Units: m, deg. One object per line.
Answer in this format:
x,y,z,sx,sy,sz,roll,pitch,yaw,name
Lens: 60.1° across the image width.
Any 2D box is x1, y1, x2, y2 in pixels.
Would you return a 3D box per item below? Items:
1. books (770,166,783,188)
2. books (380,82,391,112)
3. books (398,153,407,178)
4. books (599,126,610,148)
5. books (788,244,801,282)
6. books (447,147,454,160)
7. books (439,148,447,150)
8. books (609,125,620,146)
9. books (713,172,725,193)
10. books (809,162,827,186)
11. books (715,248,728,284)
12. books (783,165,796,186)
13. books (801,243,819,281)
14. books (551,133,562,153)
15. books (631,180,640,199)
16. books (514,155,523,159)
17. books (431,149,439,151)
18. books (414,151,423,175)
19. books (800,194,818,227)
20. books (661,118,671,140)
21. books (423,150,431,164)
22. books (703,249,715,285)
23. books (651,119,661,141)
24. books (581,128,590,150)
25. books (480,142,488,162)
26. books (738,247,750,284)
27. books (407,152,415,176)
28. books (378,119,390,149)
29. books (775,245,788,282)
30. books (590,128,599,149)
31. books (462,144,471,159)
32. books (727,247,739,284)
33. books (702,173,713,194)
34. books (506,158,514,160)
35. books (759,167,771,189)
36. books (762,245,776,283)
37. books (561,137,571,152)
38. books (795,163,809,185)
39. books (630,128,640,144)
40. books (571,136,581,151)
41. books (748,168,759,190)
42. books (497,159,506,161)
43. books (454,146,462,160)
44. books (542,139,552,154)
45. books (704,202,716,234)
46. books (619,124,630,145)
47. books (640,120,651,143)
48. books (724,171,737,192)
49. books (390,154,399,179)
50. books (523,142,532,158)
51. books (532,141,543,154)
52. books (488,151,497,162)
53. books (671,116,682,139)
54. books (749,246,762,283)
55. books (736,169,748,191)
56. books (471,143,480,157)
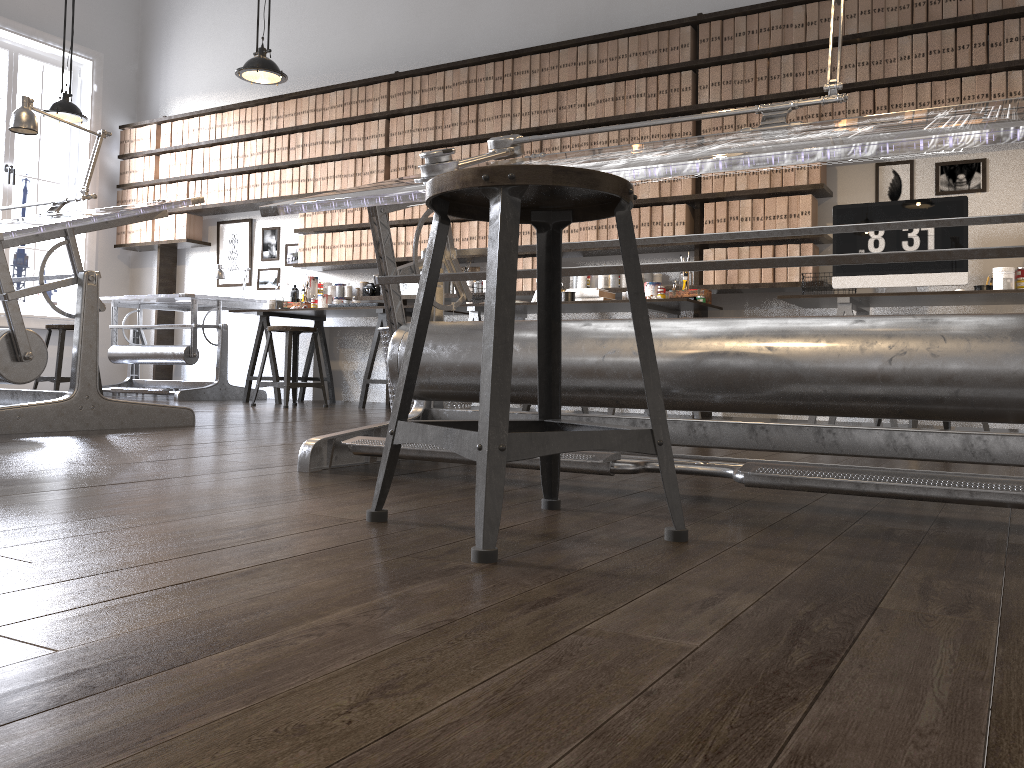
1.566,-1.237,5.177,0.067,0.226,0.174,0,-2,30,books
-0.909,-2.127,6.643,0.067,0.226,0.174,0,-2,30,books
-0.761,-1.570,6.529,0.067,0.226,0.174,0,-2,30,books
0.626,-1.533,5.731,0.067,0.226,0.174,0,-2,30,books
1.641,-0.682,5.098,0.067,0.226,0.174,0,-2,30,books
-0.394,-1.560,6.321,0.067,0.226,0.174,0,-2,30,books
-0.454,-1.561,6.350,0.067,0.226,0.174,0,-2,30,books
0.687,-1.532,5.693,0.067,0.226,0.174,0,-2,30,books
1.271,-1.245,5.346,0.067,0.226,0.174,0,-2,30,books
1.751,-1.232,5.071,0.067,0.226,0.174,0,-2,30,books
1.275,-0.691,5.307,0.067,0.226,0.174,0,-2,30,books
1.627,-1.235,5.141,0.067,0.226,0.174,0,-2,30,books
1.705,-0.680,5.066,0.067,0.226,0.174,0,-2,30,books
0.332,-1.541,5.899,0.067,0.226,0.174,0,-2,30,books
0.813,-1.251,5.609,0.067,0.226,0.174,0,-2,30,books
0.085,-1.547,6.044,0.067,0.226,0.174,0,-2,30,books
-0.509,-1.563,6.389,0.067,0.226,0.174,0,-2,30,books
-0.634,-1.566,6.456,0.067,0.226,0.174,0,-2,30,books
1.703,-0.958,5.079,0.067,0.226,0.174,0,-2,30,books
0.989,-1.523,5.518,0.067,0.226,0.174,0,-2,30,books
-0.571,-1.565,6.425,0.067,0.226,0.174,0,-2,30,books
1.214,-0.693,5.346,0.067,0.226,0.174,0,-2,30,books
0.931,-1.525,5.551,0.067,0.226,0.174,0,-2,30,books
0.512,-1.536,5.793,0.067,0.226,0.174,0,-2,30,books
-0.154,-1.554,6.185,0.067,0.226,0.174,0,-2,30,books
1.395,-0.688,5.243,0.067,0.226,0.174,0,-2,30,books
-0.693,-1.568,6.496,0.067,0.226,0.174,0,-2,30,books
-0.920,-1.849,6.636,0.067,0.226,0.174,0,-2,30,books
1.582,-0.683,5.138,0.067,0.226,0.174,0,-2,30,books
0.572,-1.535,5.764,0.067,0.226,0.174,0,-2,30,books
-0.278,-1.557,6.250,0.067,0.226,0.174,0,-2,30,books
1.338,-0.690,5.271,0.067,0.226,0.174,0,-2,30,books
1.212,-1.246,5.382,0.067,0.226,0.174,0,-2,30,books
0.028,-1.549,6.072,0.067,0.226,0.174,0,-2,30,books
1.505,-1.238,5.205,0.067,0.226,0.174,0,-2,30,books
1.514,-0.685,5.171,0.067,0.226,0.174,0,-2,30,books
0.395,-1.539,5.867,0.067,0.226,0.174,0,-2,30,books
1.687,-1.234,5.102,0.067,0.226,0.174,0,-2,30,books
0.812,-1.528,5.628,0.067,0.226,0.174,0,-2,30,books
0.456,-1.538,5.832,0.067,0.226,0.174,0,-2,30,books
1.449,-1.240,5.243,0.067,0.226,0.174,0,-2,30,books
-0.034,-1.550,6.108,0.067,0.226,0.174,0,-2,30,books
-0.340,-1.558,6.288,0.067,0.226,0.174,0,-2,30,books
0.272,-1.542,5.939,0.067,0.226,0.174,0,-2,30,books
1.221,-0.970,5.362,0.067,0.226,0.174,0,-2,30,books
0.750,-1.530,5.661,0.067,0.226,0.174,0,-2,30,books
0.870,-1.527,5.590,0.067,0.226,0.174,0,-2,30,books
1.330,-1.243,5.307,0.067,0.226,0.174,0,-2,30,books
-0.823,-1.571,6.570,0.067,0.226,0.174,0,-2,30,books
0.143,-1.546,6.013,0.067,0.226,0.174,0,-2,30,books
0.205,-1.544,5.971,0.067,0.226,0.174,0,-2,30,books
-0.095,-1.552,6.147,0.067,0.226,0.174,0,-2,30,books
1.046,-1.522,5.490,0.067,0.226,0.174,0,-2,30,books
1.453,-0.687,5.212,0.067,0.226,0.174,0,-2,30,books
1.394,-1.241,5.273,0.067,0.226,0.174,0,-2,30,books
-0.215,-1.555,6.219,0.067,0.226,0.174,0,-2,30,books
